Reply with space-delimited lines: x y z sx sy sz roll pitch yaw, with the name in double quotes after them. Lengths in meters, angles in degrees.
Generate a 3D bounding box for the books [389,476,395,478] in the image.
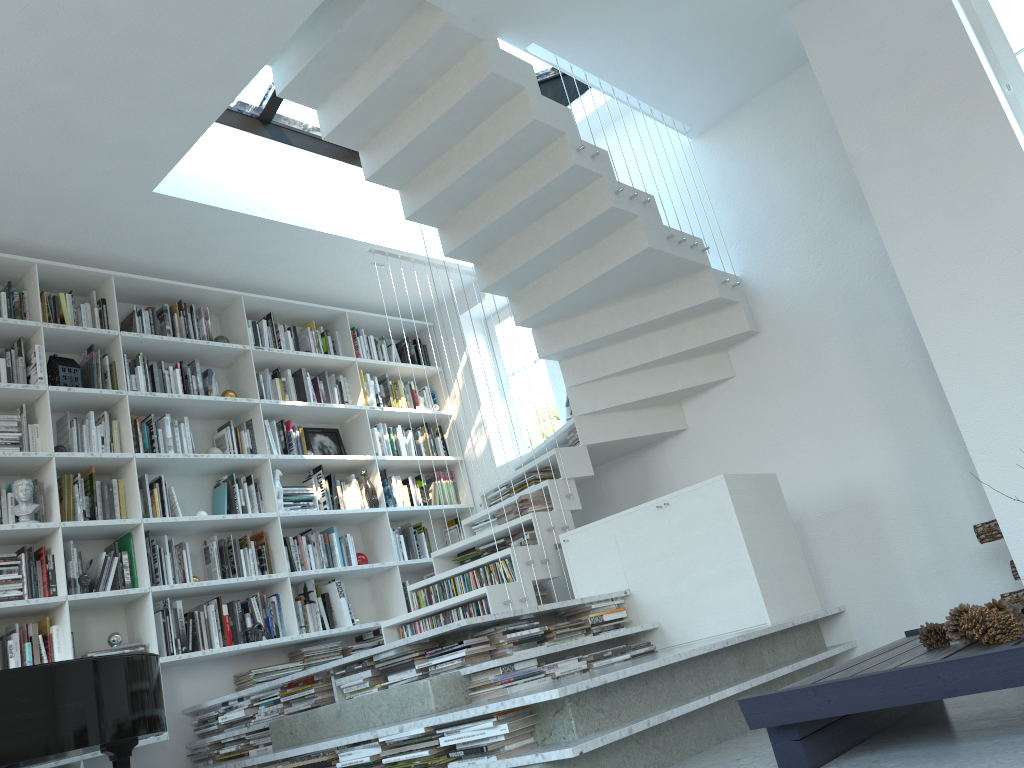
-0.866 0.804 6.305 0.157 0.264 0.022 -28 -22 37 "books"

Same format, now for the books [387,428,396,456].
-0.911 0.468 6.450 0.158 0.259 0.013 -28 -22 37 "books"

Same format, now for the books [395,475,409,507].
-0.831 0.804 6.326 0.177 0.260 0.056 -28 -22 37 "books"

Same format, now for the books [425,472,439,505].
-0.610 0.817 6.586 0.169 0.290 0.072 -28 -22 37 "books"

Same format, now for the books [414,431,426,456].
-0.724 0.496 6.670 0.160 0.252 0.025 -28 -22 37 "books"

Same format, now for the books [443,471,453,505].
-0.530 0.821 6.670 0.169 0.292 0.018 -28 -22 37 "books"

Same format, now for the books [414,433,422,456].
-0.747 0.505 6.655 0.146 0.236 0.028 -28 -22 37 "books"

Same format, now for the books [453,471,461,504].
-0.472 0.829 6.740 0.169 0.292 0.018 -28 -22 37 "books"

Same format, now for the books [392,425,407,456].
-0.853 0.465 6.523 0.166 0.283 0.030 -28 -22 37 "books"

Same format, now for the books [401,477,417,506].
-0.772 0.819 6.394 0.181 0.246 0.022 -28 -22 37 "books"

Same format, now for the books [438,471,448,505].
-0.560 0.814 6.624 0.169 0.292 0.018 -28 -22 37 "books"

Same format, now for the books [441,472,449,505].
-0.557 0.821 6.646 0.169 0.292 0.018 -28 -22 37 "books"

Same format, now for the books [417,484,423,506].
-0.712 0.854 6.482 0.138 0.206 0.014 -28 -22 37 "books"

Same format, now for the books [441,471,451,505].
-0.545 0.822 6.659 0.169 0.292 0.018 -28 -22 37 "books"

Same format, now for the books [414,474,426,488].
-0.682 0.820 6.518 0.170 0.277 0.026 -28 -22 37 "books"

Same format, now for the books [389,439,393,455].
-0.924 0.509 6.432 0.157 0.179 0.027 -28 -22 37 "books"

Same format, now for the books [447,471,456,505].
-0.505 0.824 6.696 0.169 0.292 0.018 -28 -22 37 "books"

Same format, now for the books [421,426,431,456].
-0.697 0.482 6.689 0.188 0.276 0.013 -28 -22 37 "books"

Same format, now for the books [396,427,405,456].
-0.865 0.471 6.497 0.173 0.262 0.022 -28 -22 37 "books"

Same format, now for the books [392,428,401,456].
-0.881 0.472 6.481 0.157 0.258 0.024 -28 -22 37 "books"

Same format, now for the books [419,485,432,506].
-0.668 0.852 6.468 0.191 0.180 0.024 -28 -22 37 "books"

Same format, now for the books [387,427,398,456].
-0.906 0.468 6.471 0.153 0.270 0.025 -28 -22 37 "books"

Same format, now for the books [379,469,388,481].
-0.908 0.778 6.286 0.142 0.321 0.012 -28 -22 37 "books"

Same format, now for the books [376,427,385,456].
-0.992 0.461 6.358 0.174 0.255 0.026 -28 -22 37 "books"

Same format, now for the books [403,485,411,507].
-0.796 0.840 6.344 0.170 0.188 0.023 -28 -22 37 "books"

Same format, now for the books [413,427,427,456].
-0.708 0.480 6.683 0.152 0.282 0.012 -28 -22 37 "books"

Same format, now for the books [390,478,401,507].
-0.872 0.807 6.277 0.181 0.245 0.026 -28 -22 37 "books"

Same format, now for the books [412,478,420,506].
-0.739 0.827 6.457 0.161 0.253 0.012 -28 -22 37 "books"

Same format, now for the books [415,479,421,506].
-0.728 0.832 6.472 0.134 0.248 0.025 -28 -22 37 "books"

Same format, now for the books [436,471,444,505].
-0.586 0.818 6.614 0.169 0.293 0.033 -28 -22 37 "books"

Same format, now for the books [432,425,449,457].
-0.578 0.488 6.825 0.186 0.291 0.042 -28 -22 37 "books"

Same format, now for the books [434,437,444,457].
-0.600 0.527 6.767 0.192 0.194 0.029 -28 -22 37 "books"

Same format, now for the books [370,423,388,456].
-0.972 0.444 6.369 0.186 0.284 0.014 -28 -22 37 "books"

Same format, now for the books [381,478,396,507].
-0.897 0.807 6.251 0.171 0.242 0.022 -28 -22 37 "books"

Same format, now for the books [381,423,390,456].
-0.961 0.452 6.420 0.162 0.296 0.022 -28 -22 37 "books"

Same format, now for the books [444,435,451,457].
-0.550 0.525 6.838 0.184 0.218 0.021 -28 -22 37 "books"

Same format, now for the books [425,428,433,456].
-0.680 0.487 6.702 0.174 0.267 0.028 -28 -22 37 "books"

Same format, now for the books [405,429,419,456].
-0.775 0.484 6.602 0.184 0.257 0.023 -28 -22 37 "books"

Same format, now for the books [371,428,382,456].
-1.007 0.459 6.324 0.182 0.247 0.023 -28 -22 37 "books"

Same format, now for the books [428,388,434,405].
-0.670 0.174 6.929 0.160 0.246 0.040 -28 -22 37 "books"

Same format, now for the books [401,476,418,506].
-0.764 0.819 6.421 0.172 0.258 0.029 -28 -22 37 "books"

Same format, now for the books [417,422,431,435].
-0.656 0.472 6.777 0.140 0.329 0.013 -28 -22 37 "books"

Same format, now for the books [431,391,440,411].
-0.637 0.183 6.933 0.170 0.216 0.011 -28 -22 37 "books"

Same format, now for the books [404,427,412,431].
-0.771 0.478 6.643 0.132 0.291 0.024 -28 -22 37 "books"

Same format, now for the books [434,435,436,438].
-0.611 0.526 6.813 0.131 0.229 0.024 -28 -22 37 "books"

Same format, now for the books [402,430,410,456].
-0.827 0.487 6.564 0.161 0.253 0.012 -28 -22 37 "books"

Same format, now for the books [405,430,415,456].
-0.792 0.486 6.571 0.177 0.244 0.045 -28 -22 37 "books"

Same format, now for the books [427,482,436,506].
-0.627 0.850 6.543 0.167 0.216 0.089 -28 -22 37 "books"

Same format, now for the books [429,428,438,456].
-0.636 0.491 6.775 0.149 0.282 0.013 -28 -22 37 "books"

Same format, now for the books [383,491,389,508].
-0.945 0.817 6.234 0.144 0.236 0.066 -28 -22 37 "books"

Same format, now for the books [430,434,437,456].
-0.645 0.516 6.738 0.178 0.219 0.025 -28 -22 37 "books"

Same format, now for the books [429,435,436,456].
-0.654 0.514 6.712 0.189 0.211 0.025 -28 -22 37 "books"

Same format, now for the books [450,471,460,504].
-0.477 0.824 6.720 0.169 0.292 0.018 -28 -22 37 "books"

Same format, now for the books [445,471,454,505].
-0.521 0.824 6.686 0.169 0.292 0.018 -28 -22 37 "books"

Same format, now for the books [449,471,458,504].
-0.496 0.827 6.713 0.169 0.292 0.018 -28 -22 37 "books"

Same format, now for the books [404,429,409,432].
-0.783 0.487 6.631 0.130 0.273 0.010 -28 -22 37 "books"

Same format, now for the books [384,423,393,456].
-0.941 0.451 6.425 0.166 0.292 0.012 -28 -22 37 "books"
